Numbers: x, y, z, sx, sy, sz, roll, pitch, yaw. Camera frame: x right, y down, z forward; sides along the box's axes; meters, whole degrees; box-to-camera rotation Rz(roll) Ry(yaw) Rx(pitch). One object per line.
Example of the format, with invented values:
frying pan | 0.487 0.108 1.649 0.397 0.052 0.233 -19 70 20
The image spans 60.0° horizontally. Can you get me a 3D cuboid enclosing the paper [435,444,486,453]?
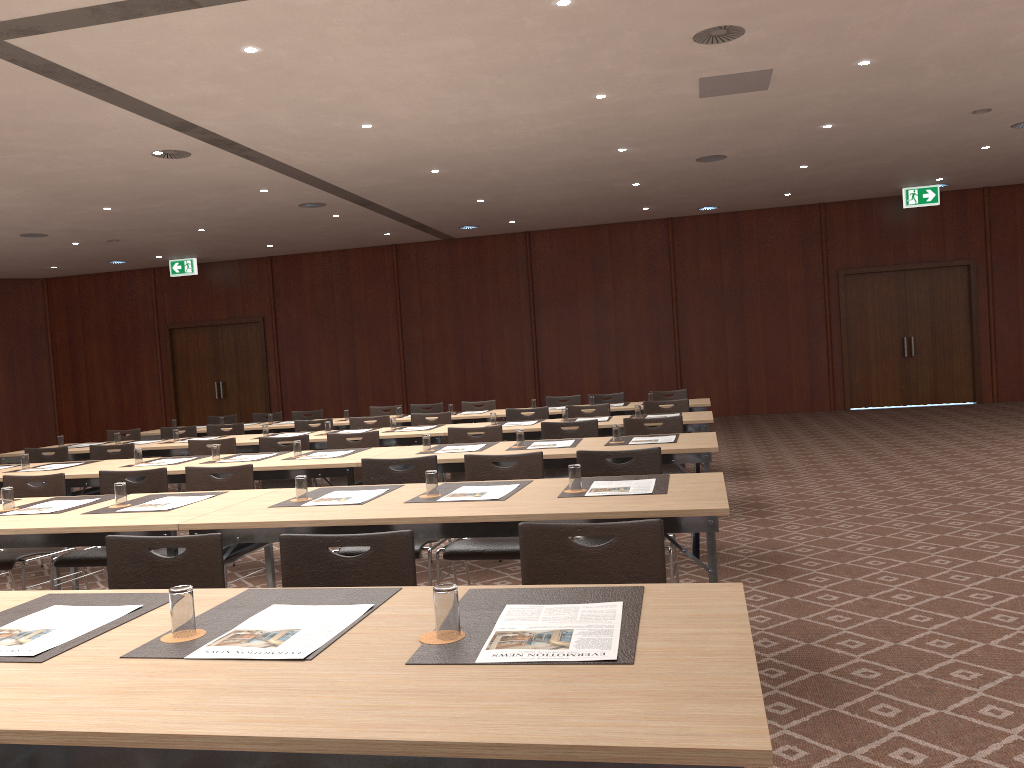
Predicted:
paper | -0.352 0.445 6.127 0.283 0.006 0.398 -4 2 9

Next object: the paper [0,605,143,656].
paper | -1.178 0.616 2.236 0.283 0.006 0.398 -3 2 13

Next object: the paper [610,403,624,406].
paper | 1.097 0.237 9.890 0.283 0.006 0.398 -3 2 11

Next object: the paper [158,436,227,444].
paper | -3.166 0.555 8.836 0.460 0.003 0.565 -3 2 12

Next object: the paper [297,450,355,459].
paper | -1.327 0.504 6.324 0.283 0.006 0.398 -3 2 12

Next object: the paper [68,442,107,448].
paper | -4.391 0.626 9.066 0.283 0.006 0.398 -3 2 12

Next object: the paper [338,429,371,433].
paper | -1.527 0.454 8.452 0.283 0.006 0.398 -4 2 10

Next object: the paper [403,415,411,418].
paper | -1.089 0.368 10.361 0.283 0.006 0.398 -4 2 9

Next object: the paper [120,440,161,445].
paper | -3.732 0.588 8.884 0.283 0.006 0.398 -3 2 15

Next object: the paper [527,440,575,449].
paper | 0.268 0.408 6.006 0.283 0.006 0.398 -4 2 9

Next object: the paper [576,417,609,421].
paper | 0.719 0.319 7.974 0.283 0.006 0.398 -4 2 9

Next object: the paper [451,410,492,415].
paper | -0.504 0.334 10.324 0.460 0.003 0.565 -3 2 12

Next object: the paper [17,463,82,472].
paper | -3.529 0.637 6.797 0.283 0.006 0.398 -3 2 11

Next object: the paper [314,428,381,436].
paper | -1.567 0.459 8.519 0.460 0.003 0.565 -3 2 14

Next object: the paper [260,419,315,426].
paper | -2.729 0.468 10.794 0.460 0.003 0.565 -4 2 10

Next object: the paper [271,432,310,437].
paper | -2.162 0.493 8.572 0.283 0.006 0.398 -3 2 15

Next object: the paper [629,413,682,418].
paper | 1.276 0.288 7.894 0.460 0.003 0.565 -3 2 11

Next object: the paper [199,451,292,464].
paper | -1.957 0.543 6.553 0.460 0.003 0.565 -3 2 10

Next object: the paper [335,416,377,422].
paper | -1.789 0.412 10.586 0.460 0.003 0.565 -3 2 11

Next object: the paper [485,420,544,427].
paper | 0.028 0.363 8.169 0.460 0.003 0.565 -3 2 15

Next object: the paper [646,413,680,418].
paper | 1.326 0.284 7.807 0.283 0.006 0.398 -3 2 13

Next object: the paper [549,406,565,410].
paper | 0.470 0.274 10.035 0.283 0.006 0.398 -4 2 10

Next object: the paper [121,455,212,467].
paper | -2.590 0.581 6.693 0.460 0.003 0.565 -4 2 10

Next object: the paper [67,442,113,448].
paper | -4.418 0.631 9.093 0.460 0.003 0.565 -4 2 9

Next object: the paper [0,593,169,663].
paper | -1.208 0.620 2.297 0.460 0.003 0.565 -3 2 13

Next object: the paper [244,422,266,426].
paper | -3.371 0.507 10.911 0.460 0.003 0.565 -3 2 14

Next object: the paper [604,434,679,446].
paper | 0.878 0.373 5.936 0.460 0.003 0.565 -3 2 13

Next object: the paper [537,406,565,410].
paper | 0.428 0.278 10.115 0.460 0.003 0.565 -3 2 11

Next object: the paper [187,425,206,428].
paper | -4.012 0.545 11.071 0.460 0.003 0.565 -3 2 13

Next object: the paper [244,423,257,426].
paper | -3.316 0.502 10.848 0.283 0.006 0.398 -4 2 9

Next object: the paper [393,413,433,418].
paper | -1.131 0.372 10.456 0.460 0.003 0.565 -3 2 11

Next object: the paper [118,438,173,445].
paper | -3.776 0.591 9.002 0.460 0.003 0.565 -4 2 10

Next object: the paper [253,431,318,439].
paper | -2.209 0.498 8.631 0.460 0.003 0.565 -4 2 8

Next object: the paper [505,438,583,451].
paper | 0.231 0.412 6.066 0.460 0.003 0.565 -3 2 10

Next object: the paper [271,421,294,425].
paper | -2.686 0.464 10.712 0.283 0.006 0.398 -3 2 12

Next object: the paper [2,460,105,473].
paper | -3.543 0.639 6.876 0.460 0.003 0.565 -4 2 10

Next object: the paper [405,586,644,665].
paper | 0.061 0.544 2.036 0.460 0.003 0.565 -3 2 11

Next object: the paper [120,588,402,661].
paper | -0.585 0.582 2.193 0.460 0.003 0.565 -3 2 13

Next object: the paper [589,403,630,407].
paper | 1.079 0.240 9.957 0.460 0.003 0.565 -3 2 12

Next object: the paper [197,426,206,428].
paper | -3.934 0.538 11.002 0.283 0.006 0.398 -3 2 10

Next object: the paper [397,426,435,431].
paper | -0.899 0.417 8.306 0.283 0.006 0.398 -3 2 14

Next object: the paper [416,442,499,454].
paper | -0.371 0.448 6.212 0.460 0.003 0.565 -3 2 12

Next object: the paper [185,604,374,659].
paper | -0.531 0.578 2.091 0.283 0.006 0.398 -3 2 13

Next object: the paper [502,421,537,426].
paper | 0.067 0.360 8.062 0.283 0.006 0.398 -3 2 10

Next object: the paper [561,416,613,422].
paper | 0.662 0.326 8.006 0.460 0.003 0.565 -3 2 11

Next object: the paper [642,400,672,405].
paper | 1.688 0.203 9.841 0.460 0.003 0.565 -3 2 14

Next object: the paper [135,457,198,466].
paper | -2.580 0.579 6.604 0.283 0.006 0.398 -3 2 13

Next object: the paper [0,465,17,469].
paper | -4.153 0.673 6.968 0.283 0.006 0.398 -3 2 11

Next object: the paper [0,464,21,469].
paper | -4.221 0.680 7.015 0.460 0.003 0.565 -3 2 13

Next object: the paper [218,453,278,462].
paper | -1.939 0.540 6.490 0.283 0.006 0.398 -3 2 14

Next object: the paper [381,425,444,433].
paper | -0.919 0.420 8.353 0.460 0.003 0.565 -3 2 11

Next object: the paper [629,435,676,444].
paper | 0.931 0.368 5.862 0.283 0.006 0.398 -3 2 13

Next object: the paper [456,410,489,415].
paper | -0.454 0.329 10.249 0.283 0.006 0.398 -3 2 13

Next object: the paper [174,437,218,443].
paper | -3.114 0.550 8.769 0.283 0.006 0.398 -4 2 10

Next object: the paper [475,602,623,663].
paper | 0.096 0.540 1.951 0.283 0.006 0.398 -4 2 9
